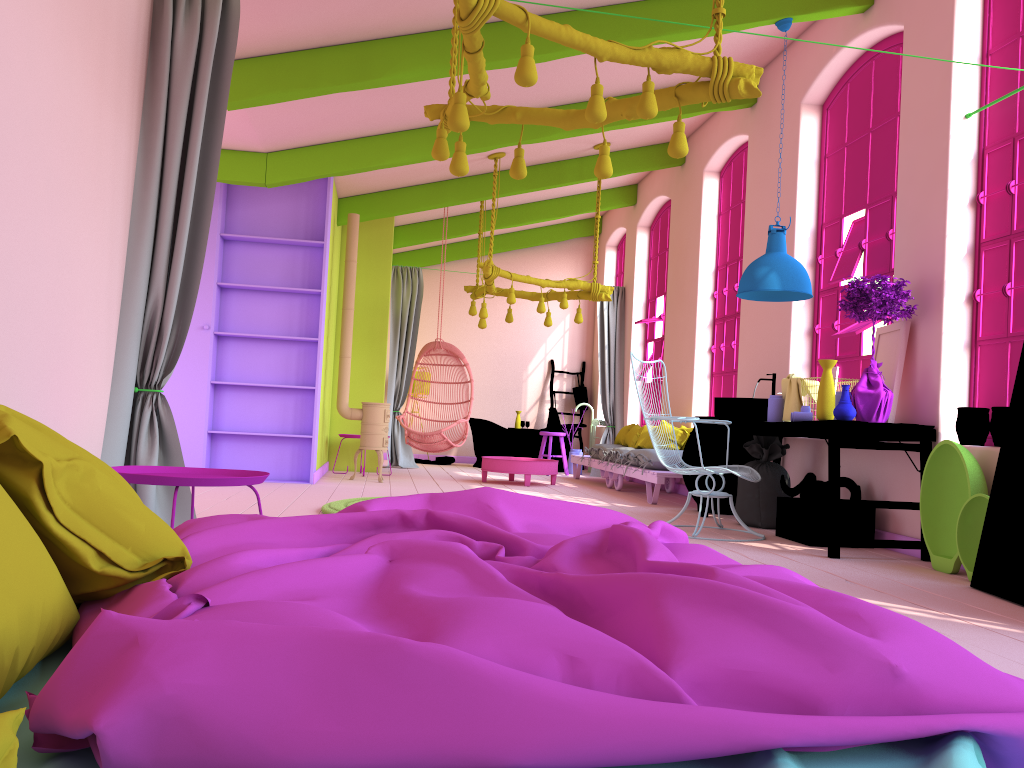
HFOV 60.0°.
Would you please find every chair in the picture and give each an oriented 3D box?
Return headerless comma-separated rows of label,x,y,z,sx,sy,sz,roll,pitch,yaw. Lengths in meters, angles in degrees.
chair,-0.852,-0.753,10.437,0.860,3.128,0.806,3,-2,12
chair,1.323,0.424,6.209,0.924,1.238,1.079,2,-2,27
chair,0.535,0.965,12.316,0.473,0.593,0.446,5,-3,-39

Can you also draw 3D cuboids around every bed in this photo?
bed,0.046,0.533,1.881,2.802,0.513,3.577,3,-2,-8

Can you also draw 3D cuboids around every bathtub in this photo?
bathtub,0.179,0.917,13.384,1.889,0.739,0.826,3,-2,-8

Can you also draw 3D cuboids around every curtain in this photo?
curtain,-1.500,-0.266,12.113,0.518,2.784,0.525,4,-2,-27
curtain,-1.536,-0.609,3.930,0.518,2.784,0.525,4,-2,-27
curtain,1.402,-0.038,12.517,0.518,2.784,0.525,3,-2,11

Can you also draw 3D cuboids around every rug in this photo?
rug,-0.402,0.933,6.410,1.889,0.050,1.889,4,-3,-21

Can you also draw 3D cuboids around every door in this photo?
door,2.546,-0.096,3.871,0.450,2.210,1.154,3,-2,2

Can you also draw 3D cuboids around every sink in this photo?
sink,1.829,0.198,6.981,0.340,0.194,0.609,3,-2,-8

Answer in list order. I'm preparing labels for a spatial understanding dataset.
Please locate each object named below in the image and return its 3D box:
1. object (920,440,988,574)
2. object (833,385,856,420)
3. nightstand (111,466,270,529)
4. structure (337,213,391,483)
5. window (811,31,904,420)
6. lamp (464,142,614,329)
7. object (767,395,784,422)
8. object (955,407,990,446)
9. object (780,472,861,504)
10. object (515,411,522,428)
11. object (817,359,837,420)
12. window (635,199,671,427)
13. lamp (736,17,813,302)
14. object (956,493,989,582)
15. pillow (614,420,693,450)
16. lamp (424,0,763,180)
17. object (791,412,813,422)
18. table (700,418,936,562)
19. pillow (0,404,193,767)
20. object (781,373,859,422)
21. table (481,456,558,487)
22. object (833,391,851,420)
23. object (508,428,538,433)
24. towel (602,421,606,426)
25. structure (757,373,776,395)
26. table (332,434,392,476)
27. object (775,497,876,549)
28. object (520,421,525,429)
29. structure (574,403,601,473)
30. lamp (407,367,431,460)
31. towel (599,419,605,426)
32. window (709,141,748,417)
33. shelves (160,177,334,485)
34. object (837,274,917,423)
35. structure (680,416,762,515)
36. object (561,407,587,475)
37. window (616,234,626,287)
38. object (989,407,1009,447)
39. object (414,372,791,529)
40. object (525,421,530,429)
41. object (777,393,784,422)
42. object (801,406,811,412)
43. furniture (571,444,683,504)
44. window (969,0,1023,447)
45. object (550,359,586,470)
object,2.498,0.681,4.926,0.218,0.733,0.451,3,-2,-8
object,2.031,0.116,5.408,0.132,0.219,0.132,3,-2,9
nightstand,-1.212,0.546,3.259,0.596,0.458,0.596,2,-3,29
structure,-1.517,-0.380,9.484,0.577,2.813,0.403,3,-2,9
window,2.682,-1.078,6.743,0.492,3.002,1.498,3,-2,-8
lamp,0.094,-1.729,10.203,1.611,2.263,1.775,4,-2,-26
object,1.931,0.183,6.494,0.109,0.197,0.109,4,-2,-16
object,2.701,0.250,5.199,0.182,0.222,0.182,4,-2,-31
object,2.134,0.849,6.175,0.300,0.448,0.672,4,-3,-32
object,0.091,0.566,13.349,0.097,0.320,0.097,3,-2,3
object,1.988,0.041,5.605,0.116,0.382,0.116,4,-2,-34
window,1.976,-0.906,11.605,0.551,3.008,1.514,3,-2,-8
lamp,1.922,-1.621,6.350,0.528,2.001,0.529,2,-2,23
object,2.465,0.799,4.587,0.137,0.462,0.284,4,-2,-23
pillow,1.585,0.606,10.193,0.578,0.399,1.998,3,-2,-8
lamp,0.162,-2.162,4.621,1.611,2.263,1.775,4,-2,-26
object,1.975,0.229,6.050,0.137,0.076,0.076,3,-2,12
table,2.063,0.674,6.347,0.655,0.820,2.193,3,-2,-8
pillow,-0.985,0.297,1.478,0.848,0.822,2.618,4,-2,-18
object,2.173,0.107,6.351,0.444,0.369,0.633,3,-2,-8
table,0.087,1.001,10.174,0.885,0.285,0.886,2,-3,18
object,2.123,0.149,5.692,0.109,0.197,0.109,2,-2,29
object,0.158,0.704,13.386,0.360,0.068,1.324,3,-2,-8
towel,1.509,0.592,13.420,0.247,0.102,0.262,4,-2,-17
structure,2.014,0.111,7.035,0.166,0.396,0.087,3,-2,1
table,-1.723,0.820,10.274,0.596,0.458,0.596,2,-3,29
object,2.118,0.935,6.024,0.446,0.277,0.522,3,-2,-8
object,0.157,0.635,13.190,0.069,0.170,0.069,3,-2,11
structure,1.178,0.822,13.510,0.451,1.061,0.254,2,-2,35
lamp,-1.535,0.460,13.782,0.491,1.466,0.477,2,-2,22
towel,1.471,0.601,13.684,0.262,0.102,0.247,3,-2,-7
window,2.326,-1.001,9.178,0.072,3.046,1.275,3,-2,-8
shelves,-2.761,-0.618,8.563,1.842,3.103,0.384,3,-2,-8
object,2.275,-0.223,5.597,0.502,0.950,0.441,1,-3,42
structure,1.850,0.717,7.842,0.718,0.844,0.718,5,-3,-41
object,0.892,0.801,12.717,0.451,0.987,0.277,2,-2,36
window,1.703,-0.849,13.494,0.072,3.046,1.275,3,-2,-8
object,2.744,0.240,4.904,0.182,0.222,0.182,4,-2,-26
object,0.320,0.377,10.402,2.827,1.579,7.867,3,-2,-7
object,0.233,0.647,13.366,0.069,0.170,0.069,3,-2,11
object,2.069,0.178,6.780,0.165,0.250,0.411,2,-2,27
object,2.028,0.211,6.125,0.065,0.118,0.065,1,-3,41
furniture,1.411,0.957,10.076,0.907,0.507,3.777,3,-2,-8
window,2.951,-1.154,4.844,0.072,3.046,1.275,3,-2,-8
object,0.885,0.489,14.236,0.603,1.764,0.410,3,-2,-8
